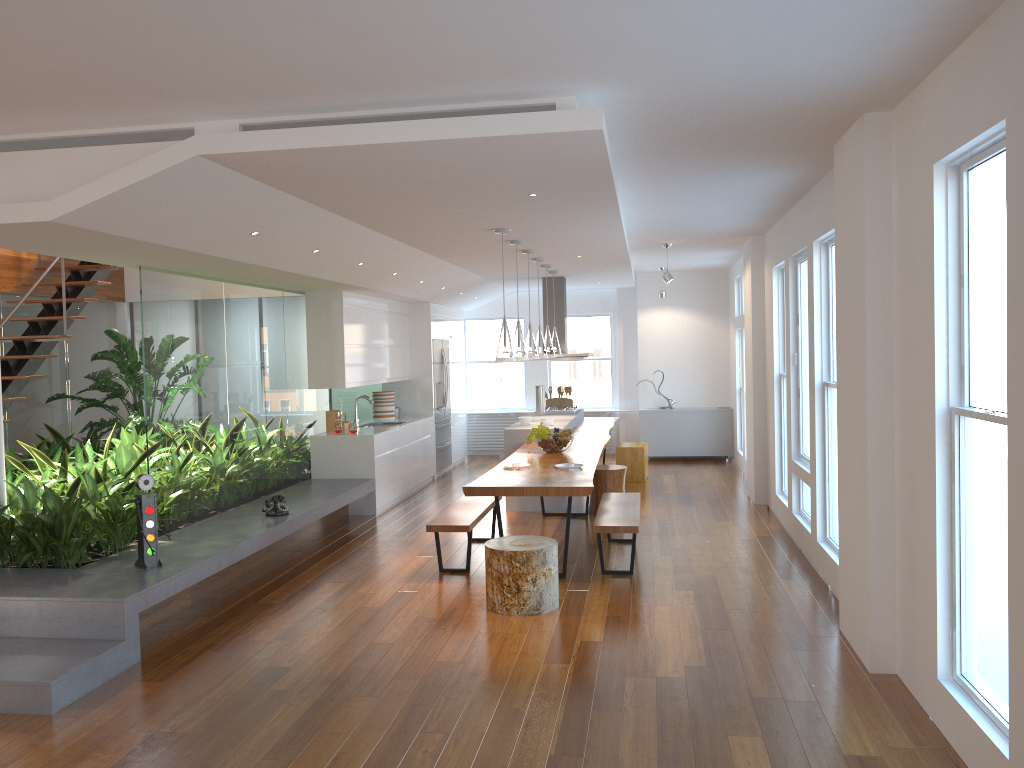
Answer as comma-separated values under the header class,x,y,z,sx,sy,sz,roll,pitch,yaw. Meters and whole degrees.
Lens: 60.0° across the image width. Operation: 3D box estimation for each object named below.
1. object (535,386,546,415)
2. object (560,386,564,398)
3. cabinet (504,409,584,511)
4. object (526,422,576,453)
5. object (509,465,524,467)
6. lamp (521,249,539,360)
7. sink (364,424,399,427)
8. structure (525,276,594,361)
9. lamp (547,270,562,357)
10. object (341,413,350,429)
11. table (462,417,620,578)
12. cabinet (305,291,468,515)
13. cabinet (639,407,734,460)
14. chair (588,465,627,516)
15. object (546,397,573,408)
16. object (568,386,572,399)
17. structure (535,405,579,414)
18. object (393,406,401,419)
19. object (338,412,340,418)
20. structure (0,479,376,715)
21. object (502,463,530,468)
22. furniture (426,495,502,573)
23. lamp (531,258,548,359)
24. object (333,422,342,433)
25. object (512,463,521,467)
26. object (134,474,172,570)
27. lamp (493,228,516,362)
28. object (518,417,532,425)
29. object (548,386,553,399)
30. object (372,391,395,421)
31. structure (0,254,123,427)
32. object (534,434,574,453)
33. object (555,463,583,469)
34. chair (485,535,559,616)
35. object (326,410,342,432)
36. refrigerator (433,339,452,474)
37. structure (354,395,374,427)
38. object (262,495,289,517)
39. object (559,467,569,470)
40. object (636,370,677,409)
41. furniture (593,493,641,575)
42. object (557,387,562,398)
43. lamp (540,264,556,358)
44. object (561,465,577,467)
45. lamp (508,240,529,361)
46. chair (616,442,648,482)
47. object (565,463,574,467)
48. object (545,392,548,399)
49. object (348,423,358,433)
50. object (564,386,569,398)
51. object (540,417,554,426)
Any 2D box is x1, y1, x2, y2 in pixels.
class,x,y,z,sx,sy,sz,roll,pitch,yaw
object,0.360,0.199,10.806,0.172,0.356,0.120,-3,3,-33
object,0.658,0.178,11.665,0.057,0.299,0.019,-1,2,9
cabinet,0.445,0.807,10.351,0.597,0.832,2.936,-1,2,9
object,0.350,0.476,7.924,0.394,0.284,0.292,-3,2,-27
object,0.034,0.650,6.978,0.124,0.011,0.124,0,2,30
lamp,0.158,-0.753,8.053,0.160,1.060,0.160,0,3,36
sink,-1.505,0.586,10.193,0.449,0.192,0.666,-1,2,9
structure,0.539,-1.009,11.166,0.909,1.405,0.900,-1,2,9
lamp,0.486,-0.841,10.196,0.160,1.060,0.160,0,3,36
object,-1.863,0.409,9.767,0.100,0.170,0.173,-1,2,10
table,0.566,0.920,8.923,0.893,0.704,5.996,-1,2,9
cabinet,-1.382,0.113,11.201,0.676,2.280,4.565,-1,2,9
cabinet,2.490,0.713,12.718,1.309,0.725,0.420,-1,2,9
chair,0.941,1.047,8.741,0.396,0.455,0.402,-2,2,-1
object,0.627,0.257,11.683,0.353,0.157,0.084,-1,2,9
object,0.761,0.176,11.670,0.057,0.294,0.030,-1,2,9
structure,0.574,0.319,11.242,0.520,0.073,0.650,-1,2,9
object,-1.533,0.341,11.168,0.284,0.196,0.265,-3,3,-39
object,-1.871,0.399,9.551,0.040,0.192,0.042,-3,2,-31
structure,-3.218,1.260,7.057,3.088,0.386,5.584,-1,2,9
object,0.034,0.645,6.978,0.222,0.020,0.222,-3,3,-41
furniture,-0.347,1.173,7.044,0.316,0.389,1.433,-1,2,9
lamp,0.267,-0.782,8.767,0.160,1.060,0.160,0,3,36
object,-1.815,0.456,9.236,0.094,0.106,0.094,-1,2,14
object,0.034,0.639,6.978,0.070,0.030,0.079,-3,2,-28
object,-2.160,0.826,5.317,0.318,0.565,0.134,1,3,45
lamp,-0.061,-0.695,6.625,0.160,1.060,0.160,0,3,36
object,0.140,0.393,9.413,0.152,0.082,0.152,-3,3,-42
object,0.509,0.180,11.708,0.055,0.299,0.027,-1,2,9
object,-1.560,0.273,10.779,0.267,0.356,0.266,0,3,34
structure,-3.380,-0.846,7.667,2.552,4.265,4.591,-1,2,9
object,0.375,0.539,7.908,0.360,0.159,0.360,-3,2,-28
object,0.443,0.639,6.867,0.222,0.020,0.222,-1,2,1
chair,0.062,1.206,5.627,0.460,0.400,0.460,-1,2,19
object,-1.915,0.394,9.523,0.104,0.222,0.200,-1,2,9
refrigerator,-1.210,0.297,11.934,0.725,1.772,0.908,-1,2,9
structure,-1.698,0.392,10.244,0.248,0.536,0.115,-1,2,9
object,-1.879,0.958,7.017,0.216,0.155,0.181,-3,2,-27
object,0.440,0.642,6.760,0.158,0.017,0.019,-1,2,4
object,2.087,0.079,12.710,0.590,0.563,0.210,-2,2,-20
furniture,0.832,1.150,6.862,0.316,0.389,1.433,-1,2,9
object,0.627,0.178,11.690,0.061,0.299,0.040,-1,2,6
lamp,0.377,-0.811,9.482,0.160,1.060,0.160,0,3,36
object,0.443,0.643,6.867,0.124,0.011,0.124,-2,2,-9
lamp,0.048,-0.724,7.339,0.160,1.060,0.160,0,3,36
chair,1.480,0.960,10.898,0.344,0.430,0.549,-1,2,13
object,0.443,0.633,6.866,0.070,0.030,0.079,-3,3,-38
object,0.473,0.198,11.712,0.199,0.259,0.016,-1,2,19
object,-1.642,0.455,9.162,0.094,0.106,0.094,-1,2,14
object,0.721,0.178,11.658,0.068,0.298,0.039,-1,2,9
object,0.368,0.393,9.253,0.152,0.082,0.152,-3,2,-31
